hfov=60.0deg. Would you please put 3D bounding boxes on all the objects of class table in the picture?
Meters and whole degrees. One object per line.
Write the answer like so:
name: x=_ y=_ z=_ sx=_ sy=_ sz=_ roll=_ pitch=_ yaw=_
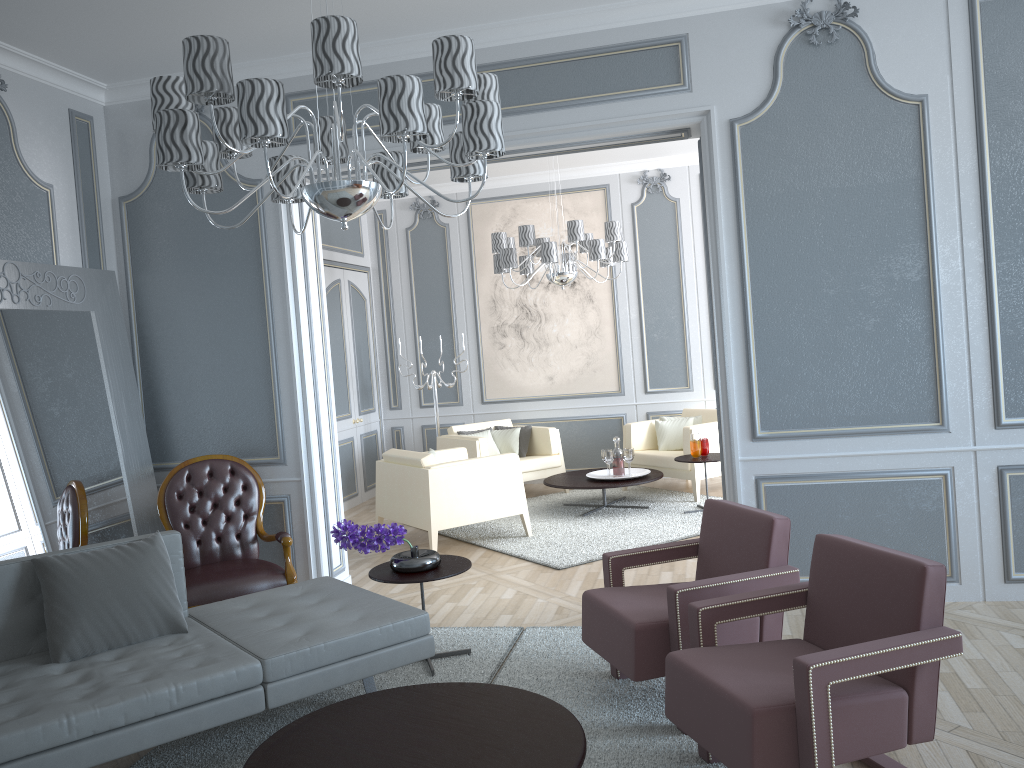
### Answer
table: x=-0.354 y=0.928 z=3.570 sx=0.414 sy=0.385 sz=0.414 roll=-4 pitch=2 yaw=0
table: x=1.341 y=0.694 z=6.111 sx=0.414 sy=0.385 sz=0.414 roll=-6 pitch=2 yaw=-30
table: x=0.679 y=0.800 z=6.536 sx=0.882 sy=0.239 sz=0.883 roll=-4 pitch=2 yaw=10
table: x=-0.240 y=1.057 z=2.294 sx=0.882 sy=0.239 sz=0.883 roll=-3 pitch=3 yaw=30

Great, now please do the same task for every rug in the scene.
rug: x=-0.288 y=1.173 z=2.354 sx=2.017 sy=0.010 sz=3.207 roll=-4 pitch=3 yaw=13
rug: x=0.567 y=0.936 z=6.262 sx=2.002 sy=0.010 sz=2.000 roll=-6 pitch=3 yaw=-32

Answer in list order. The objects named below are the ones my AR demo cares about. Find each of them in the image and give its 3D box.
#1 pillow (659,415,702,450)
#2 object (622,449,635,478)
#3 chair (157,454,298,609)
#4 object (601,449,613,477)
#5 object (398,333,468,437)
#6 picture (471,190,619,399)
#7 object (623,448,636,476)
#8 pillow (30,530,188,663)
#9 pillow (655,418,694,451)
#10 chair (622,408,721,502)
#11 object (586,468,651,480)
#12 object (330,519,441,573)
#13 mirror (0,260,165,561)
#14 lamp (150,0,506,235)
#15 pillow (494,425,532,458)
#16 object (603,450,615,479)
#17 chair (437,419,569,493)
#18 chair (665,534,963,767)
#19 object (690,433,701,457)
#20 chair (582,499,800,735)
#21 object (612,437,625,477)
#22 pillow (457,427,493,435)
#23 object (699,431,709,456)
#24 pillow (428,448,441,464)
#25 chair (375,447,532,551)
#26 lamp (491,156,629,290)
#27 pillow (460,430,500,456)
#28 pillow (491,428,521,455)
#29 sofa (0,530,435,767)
pillow: x=1.364 y=0.397 z=7.148 sx=0.351 sy=0.276 sz=0.184 roll=-4 pitch=2 yaw=18
object: x=0.841 y=0.572 z=6.393 sx=0.080 sy=0.196 sz=0.080 roll=-5 pitch=2 yaw=-4
chair: x=-1.353 y=0.763 z=4.146 sx=0.573 sy=0.828 sz=0.575 roll=-5 pitch=2 yaw=-27
object: x=0.699 y=0.578 z=6.501 sx=0.080 sy=0.196 sz=0.080 roll=-5 pitch=2 yaw=-4
object: x=-0.642 y=0.280 z=7.592 sx=0.447 sy=1.385 sz=0.446 roll=-5 pitch=2 yaw=-32
picture: x=0.286 y=-0.774 z=7.860 sx=1.199 sy=1.750 sz=0.001 roll=-4 pitch=2 yaw=13
object: x=0.858 y=0.567 z=6.475 sx=0.080 sy=0.196 sz=0.080 roll=-5 pitch=2 yaw=-4
pillow: x=-1.329 y=0.714 z=2.949 sx=0.422 sy=0.354 sz=0.253 roll=-6 pitch=3 yaw=-40
pillow: x=1.307 y=0.403 z=7.081 sx=0.312 sy=0.245 sz=0.163 roll=-4 pitch=2 yaw=7
chair: x=1.399 y=0.532 z=7.000 sx=0.738 sy=0.620 sz=0.855 roll=-6 pitch=3 yaw=-32
object: x=0.773 y=0.662 z=6.451 sx=0.468 sy=0.028 sz=0.468 roll=-3 pitch=3 yaw=25
object: x=-0.498 y=0.637 z=3.529 sx=0.425 sy=0.221 sz=0.206 roll=-5 pitch=2 yaw=-17
mirror: x=-2.031 y=0.350 z=3.860 sx=0.251 sy=1.791 sz=1.401 roll=-4 pitch=2 yaw=13
lamp: x=-0.534 y=-1.004 z=2.563 sx=0.976 sy=1.119 sz=0.977 roll=-4 pitch=2 yaw=1
pillow: x=-0.011 y=0.490 z=7.452 sx=0.351 sy=0.276 sz=0.184 roll=-3 pitch=2 yaw=28
object: x=0.701 y=0.583 z=6.402 sx=0.080 sy=0.196 sz=0.080 roll=-4 pitch=2 yaw=16
chair: x=-0.103 y=0.633 z=7.337 sx=0.855 sy=0.620 sz=0.737 roll=-6 pitch=3 yaw=-32
chair: x=0.770 y=0.777 z=2.375 sx=0.606 sy=0.620 sz=0.576 roll=-5 pitch=2 yaw=-17
object: x=1.268 y=0.423 z=6.128 sx=0.075 sy=0.165 sz=0.075 roll=-4 pitch=2 yaw=2
chair: x=0.589 y=0.761 z=3.053 sx=0.606 sy=0.620 sz=0.576 roll=-5 pitch=2 yaw=-17
object: x=0.770 y=0.528 z=6.457 sx=0.086 sy=0.290 sz=0.086 roll=-3 pitch=2 yaw=34
pillow: x=-0.270 y=0.513 z=7.364 sx=0.351 sy=0.276 sz=0.184 roll=-6 pitch=2 yaw=-32
object: x=1.335 y=0.416 z=6.182 sx=0.075 sy=0.165 sz=0.075 roll=-5 pitch=2 yaw=-28
pillow: x=-0.532 y=0.595 z=5.985 sx=0.182 sy=0.285 sz=0.361 roll=-4 pitch=2 yaw=18
chair: x=-0.421 y=0.721 z=5.900 sx=0.738 sy=0.620 sz=0.855 roll=-6 pitch=3 yaw=-32
lamp: x=0.323 y=-1.240 z=6.436 sx=0.976 sy=1.119 sz=0.977 roll=-4 pitch=2 yaw=1
pillow: x=-0.256 y=0.516 z=7.277 sx=0.312 sy=0.245 sz=0.163 roll=-6 pitch=3 yaw=-43
pillow: x=-0.079 y=0.497 z=7.397 sx=0.311 sy=0.245 sz=0.163 roll=-4 pitch=2 yaw=17
sofa: x=-1.386 y=0.904 z=2.680 sx=2.206 sy=0.667 sz=0.810 roll=-6 pitch=3 yaw=-37
